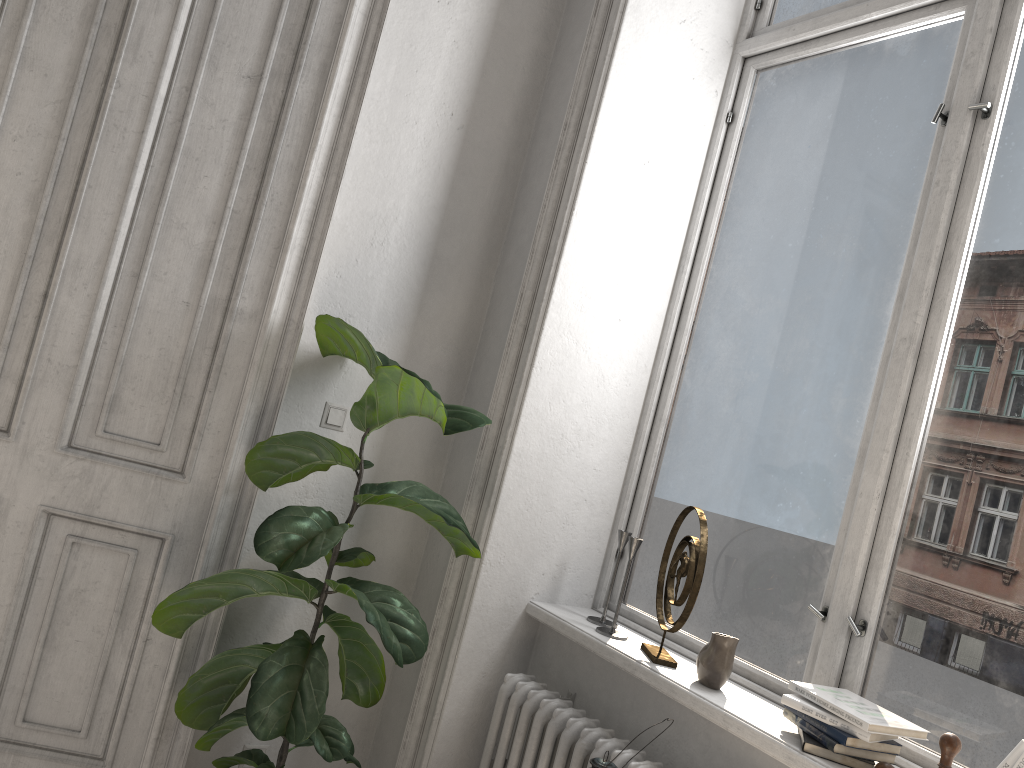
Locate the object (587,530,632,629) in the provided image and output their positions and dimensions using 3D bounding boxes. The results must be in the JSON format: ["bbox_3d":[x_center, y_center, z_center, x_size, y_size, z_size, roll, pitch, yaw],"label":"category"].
[{"bbox_3d":[0.311,0.591,2.709,0.095,0.289,0.095,15,-2,-1],"label":"object"}]

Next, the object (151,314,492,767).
[{"bbox_3d":[0.640,0.720,0.131,0.793,1.841,5.823,16,-3,-27],"label":"object"}]

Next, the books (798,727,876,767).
[{"bbox_3d":[0.712,0.796,1.961,0.147,0.023,0.221,14,-3,17],"label":"books"}]

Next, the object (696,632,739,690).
[{"bbox_3d":[0.521,0.699,2.262,0.100,0.142,0.102,13,-3,33],"label":"object"}]

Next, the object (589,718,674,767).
[{"bbox_3d":[0.190,0.822,1.767,0.163,0.383,0.155,13,-3,31],"label":"object"}]

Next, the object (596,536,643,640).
[{"bbox_3d":[0.325,0.589,2.580,0.095,0.289,0.095,15,-2,-10],"label":"object"}]

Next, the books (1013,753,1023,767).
[{"bbox_3d":[0.958,0.732,1.629,0.175,0.235,0.100,16,-3,-32],"label":"books"}]

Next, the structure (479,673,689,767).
[{"bbox_3d":[1.699,-0.344,0.505,0.340,4.472,5.178,16,-3,-32],"label":"structure"}]

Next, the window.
[{"bbox_3d":[1.141,-0.586,2.241,0.013,2.842,1.621,16,-3,-32],"label":"window"}]

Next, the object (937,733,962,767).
[{"bbox_3d":[0.828,0.746,1.701,0.048,0.153,0.088,13,-3,28],"label":"object"}]

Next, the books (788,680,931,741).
[{"bbox_3d":[0.753,0.712,1.941,0.175,0.019,0.243,16,-3,-22],"label":"books"}]

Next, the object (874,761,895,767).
[{"bbox_3d":[0.816,0.801,1.801,0.153,0.048,0.088,14,-3,8],"label":"object"}]

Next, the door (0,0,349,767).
[{"bbox_3d":[-1.263,-0.159,2.551,1.097,2.813,0.216,15,-2,-7],"label":"door"}]

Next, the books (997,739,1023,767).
[{"bbox_3d":[0.936,0.748,1.664,0.155,0.194,0.105,16,-3,-33],"label":"books"}]

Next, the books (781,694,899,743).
[{"bbox_3d":[0.720,0.730,1.945,0.155,0.020,0.205,17,-4,-42],"label":"books"}]

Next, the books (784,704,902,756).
[{"bbox_3d":[0.724,0.752,1.953,0.147,0.023,0.221,15,-3,-16],"label":"books"}]

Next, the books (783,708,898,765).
[{"bbox_3d":[0.718,0.774,1.955,0.155,0.022,0.205,15,-3,-12],"label":"books"}]

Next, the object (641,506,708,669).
[{"bbox_3d":[0.458,0.545,2.432,0.087,0.425,0.347,15,-2,0],"label":"object"}]
